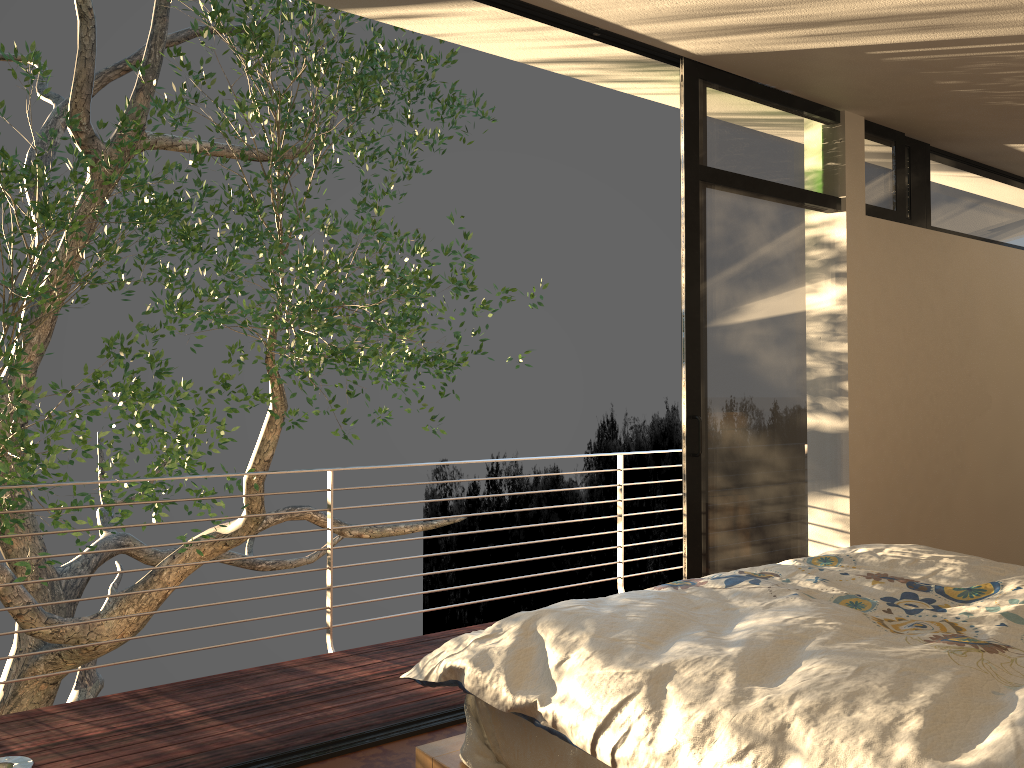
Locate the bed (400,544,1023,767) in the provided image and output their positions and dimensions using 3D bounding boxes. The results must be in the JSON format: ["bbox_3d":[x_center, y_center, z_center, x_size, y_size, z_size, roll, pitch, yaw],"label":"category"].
[{"bbox_3d":[1.094,0.744,1.788,1.891,0.712,2.080,1,-1,-36],"label":"bed"}]

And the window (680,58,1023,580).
[{"bbox_3d":[1.854,-0.177,0.507,10.670,2.515,6.607,1,-1,-37],"label":"window"}]
